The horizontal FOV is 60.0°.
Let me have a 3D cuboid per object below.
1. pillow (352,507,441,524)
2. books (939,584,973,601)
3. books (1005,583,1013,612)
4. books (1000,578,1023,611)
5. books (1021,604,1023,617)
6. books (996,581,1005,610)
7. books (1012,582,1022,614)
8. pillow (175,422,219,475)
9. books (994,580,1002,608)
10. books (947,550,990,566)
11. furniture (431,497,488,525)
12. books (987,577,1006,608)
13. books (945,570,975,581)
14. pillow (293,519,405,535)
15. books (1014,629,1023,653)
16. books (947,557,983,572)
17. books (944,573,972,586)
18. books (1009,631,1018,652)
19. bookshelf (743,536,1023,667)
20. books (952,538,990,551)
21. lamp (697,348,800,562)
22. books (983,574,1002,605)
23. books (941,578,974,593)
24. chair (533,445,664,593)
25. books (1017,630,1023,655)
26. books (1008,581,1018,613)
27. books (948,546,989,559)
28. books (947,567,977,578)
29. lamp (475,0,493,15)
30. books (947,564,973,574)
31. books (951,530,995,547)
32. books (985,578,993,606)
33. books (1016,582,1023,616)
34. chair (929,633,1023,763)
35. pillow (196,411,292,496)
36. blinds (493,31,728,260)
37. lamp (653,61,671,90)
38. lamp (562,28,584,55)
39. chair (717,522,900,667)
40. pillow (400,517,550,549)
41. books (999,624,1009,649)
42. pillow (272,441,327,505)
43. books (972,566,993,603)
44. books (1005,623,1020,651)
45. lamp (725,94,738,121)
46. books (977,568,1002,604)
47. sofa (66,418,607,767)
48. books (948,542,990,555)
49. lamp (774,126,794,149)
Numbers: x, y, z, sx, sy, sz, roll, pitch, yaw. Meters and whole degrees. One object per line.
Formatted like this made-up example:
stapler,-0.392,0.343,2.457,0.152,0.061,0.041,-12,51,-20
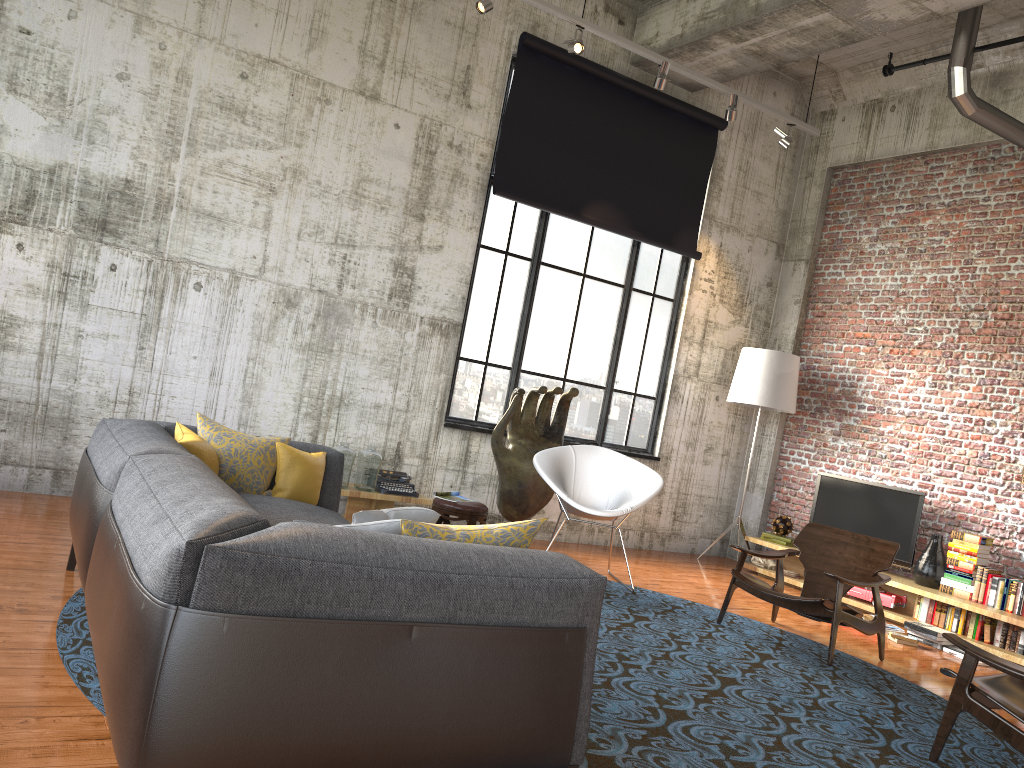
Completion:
pillow,-0.416,0.542,2.894,0.365,0.315,0.170,11,0,-41
books,3.764,1.744,7.408,0.198,0.066,0.283,11,-1,-31
books,3.978,1.694,7.017,0.162,0.223,0.027,10,1,-31
books,3.967,1.677,7.044,0.183,0.254,0.034,10,1,-31
books,4.057,1.703,6.912,0.168,0.231,0.037,10,1,-31
books,3.937,1.687,7.062,0.162,0.223,0.026,10,1,-31
books,4.013,1.686,6.964,0.160,0.251,0.032,10,1,-31
pillow,-1.537,0.394,4.291,0.229,0.371,0.404,10,0,-21
books,3.931,1.687,7.089,0.162,0.223,0.027,10,1,-31
books,3.808,1.452,7.400,0.180,0.060,0.258,11,-1,-31
furniture,-0.420,1.102,6.637,0.431,0.477,0.432,11,0,14
books,3.911,1.675,7.118,0.175,0.240,0.045,10,1,-31
books,3.776,1.601,7.401,0.160,0.026,0.250,11,-1,-31
pillow,-0.500,0.544,2.712,0.435,0.319,0.168,11,0,-31
books,3.927,1.982,6.822,0.120,0.182,0.028,10,1,-31
books,3.796,1.509,7.401,0.171,0.057,0.245,11,-1,-31
books,3.774,1.636,7.410,0.175,0.045,0.239,11,-1,-31
books,3.898,1.990,6.844,0.109,0.156,0.036,10,1,-31
bookshelf,3.549,1.922,7.551,0.549,0.359,3.834,11,-1,-31
books,3.835,1.339,7.396,0.168,0.037,0.230,11,-1,-31
lamp,2.446,0.785,9.082,0.694,2.244,0.706,10,1,-8
books,3.890,1.667,7.175,0.160,0.251,0.026,10,1,-31
books,3.768,1.684,7.401,0.177,0.053,0.290,11,-1,-31
chair,0.629,1.022,7.067,1.056,1.031,0.807,11,0,9
books,3.943,1.982,6.790,0.129,0.186,0.043,10,1,-31
books,3.994,1.685,6.990,0.171,0.246,0.032,10,1,-31
books,3.813,1.405,7.400,0.183,0.034,0.253,11,-1,-31
books,3.782,1.575,7.401,0.161,0.027,0.223,11,-1,-31
lamp,-0.198,-2.850,6.595,0.183,0.241,0.101,10,0,-36
books,3.783,1.549,7.399,0.161,0.026,0.223,11,-1,-31
books,3.849,1.289,7.402,0.198,0.066,0.259,11,-1,-31
books,3.892,1.681,7.149,0.162,0.223,0.026,10,1,-31
books,4.032,1.685,6.937,0.180,0.259,0.034,10,1,-31
chair,2.538,1.444,3.954,0.877,0.793,1.040,11,0,-30
pillow,-1.397,0.405,4.511,0.538,0.446,0.259,11,0,-24
blinds,1.002,-2.191,8.467,2.449,1.464,0.150,11,1,-30
lamp,1.253,-2.568,7.437,0.102,0.251,0.165,10,0,-6
lamp,0.504,-2.711,7.045,0.102,0.211,0.260,10,0,-36
chair,2.062,1.395,6.118,1.046,0.793,0.872,11,0,-41
pillow,-0.173,0.604,2.900,0.538,0.446,0.259,11,0,-24
books,3.872,1.971,6.911,0.143,0.187,0.043,10,1,-31
pillow,-1.108,0.480,4.653,0.168,0.319,0.435,11,0,34
books,3.849,1.640,7.236,0.177,0.291,0.044,10,1,-31
books,3.883,1.953,6.871,0.106,0.225,0.033,10,1,-31
lamp,1.951,-2.431,7.863,0.102,0.251,0.165,11,0,14
books,3.884,1.649,7.208,0.198,0.284,0.040,10,1,-31
sofa,-1.000,0.755,3.616,1.365,0.861,2.996,11,-1,-29
books,3.815,1.371,7.398,0.183,0.034,0.253,11,-1,-31
lamp,2.556,-2.305,8.290,0.225,0.215,0.102,11,0,10
